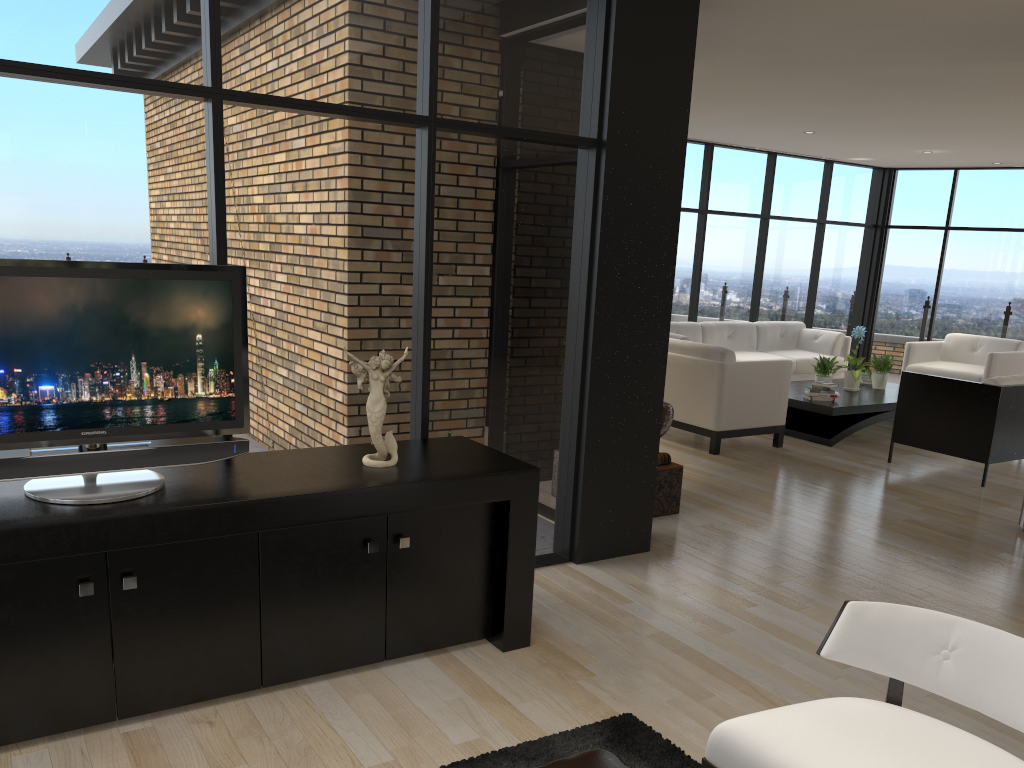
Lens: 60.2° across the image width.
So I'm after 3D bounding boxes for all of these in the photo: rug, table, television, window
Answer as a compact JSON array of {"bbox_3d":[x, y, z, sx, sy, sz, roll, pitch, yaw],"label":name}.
[{"bbox_3d":[-0.246,1.390,1.251,3.023,0.012,2.443,-3,10,-31],"label":"rug"},{"bbox_3d":[3.262,0.239,8.642,2.025,0.358,1.245,-3,11,-32],"label":"table"},{"bbox_3d":[-1.312,-0.020,2.750,0.933,0.726,0.400,0,13,-14],"label":"television"},{"bbox_3d":[2.087,-1.317,3.535,10.010,4.882,15.771,12,13,43],"label":"window"}]

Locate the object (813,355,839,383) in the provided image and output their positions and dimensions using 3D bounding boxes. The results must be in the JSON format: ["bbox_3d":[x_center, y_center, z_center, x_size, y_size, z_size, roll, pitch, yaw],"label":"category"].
[{"bbox_3d":[2.968,-0.106,8.392,0.283,0.377,0.211,7,13,20],"label":"object"}]

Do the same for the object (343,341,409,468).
[{"bbox_3d":[-0.485,0.076,3.244,0.256,0.468,0.103,-5,16,-31],"label":"object"}]

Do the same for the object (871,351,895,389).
[{"bbox_3d":[3.690,-0.137,8.826,0.282,0.377,0.212,11,15,35],"label":"object"}]

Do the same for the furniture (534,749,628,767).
[{"bbox_3d":[0.080,1.111,1.588,0.825,0.493,0.815,-4,12,-32],"label":"furniture"}]

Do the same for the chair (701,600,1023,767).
[{"bbox_3d":[0.988,0.978,2.099,0.682,0.688,0.792,-4,13,-32],"label":"chair"}]

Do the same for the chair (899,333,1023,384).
[{"bbox_3d":[4.921,-0.090,9.619,0.851,0.873,0.985,-4,13,-32],"label":"chair"}]

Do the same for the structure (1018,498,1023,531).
[{"bbox_3d":[3.571,-0.396,4.915,0.582,2.799,0.881,-10,19,-44],"label":"structure"}]

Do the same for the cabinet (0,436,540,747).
[{"bbox_3d":[-1.358,0.700,2.909,3.029,0.756,0.611,-3,13,-32],"label":"cabinet"}]

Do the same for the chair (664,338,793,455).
[{"bbox_3d":[1.743,0.058,7.649,0.851,0.873,0.985,-4,13,-32],"label":"chair"}]

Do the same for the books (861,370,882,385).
[{"bbox_3d":[3.759,-0.072,9.222,0.222,0.129,0.303,8,11,25],"label":"books"}]

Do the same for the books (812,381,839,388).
[{"bbox_3d":[2.813,0.004,7.930,0.154,0.027,0.182,-5,12,-41],"label":"books"}]

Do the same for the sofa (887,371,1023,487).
[{"bbox_3d":[4.135,0.260,7.291,2.025,0.820,0.825,-3,13,-32],"label":"sofa"}]

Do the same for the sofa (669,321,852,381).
[{"bbox_3d":[2.527,-0.234,9.773,2.685,0.873,0.841,-3,13,-32],"label":"sofa"}]

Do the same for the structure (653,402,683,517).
[{"bbox_3d":[0.667,-0.029,5.438,0.515,1.626,0.719,-6,15,-32],"label":"structure"}]

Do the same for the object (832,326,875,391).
[{"bbox_3d":[3.351,-0.249,8.557,0.356,0.644,0.362,0,13,-13],"label":"object"}]

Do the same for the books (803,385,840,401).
[{"bbox_3d":[2.794,0.078,7.954,0.307,0.129,0.219,4,10,6],"label":"books"}]
